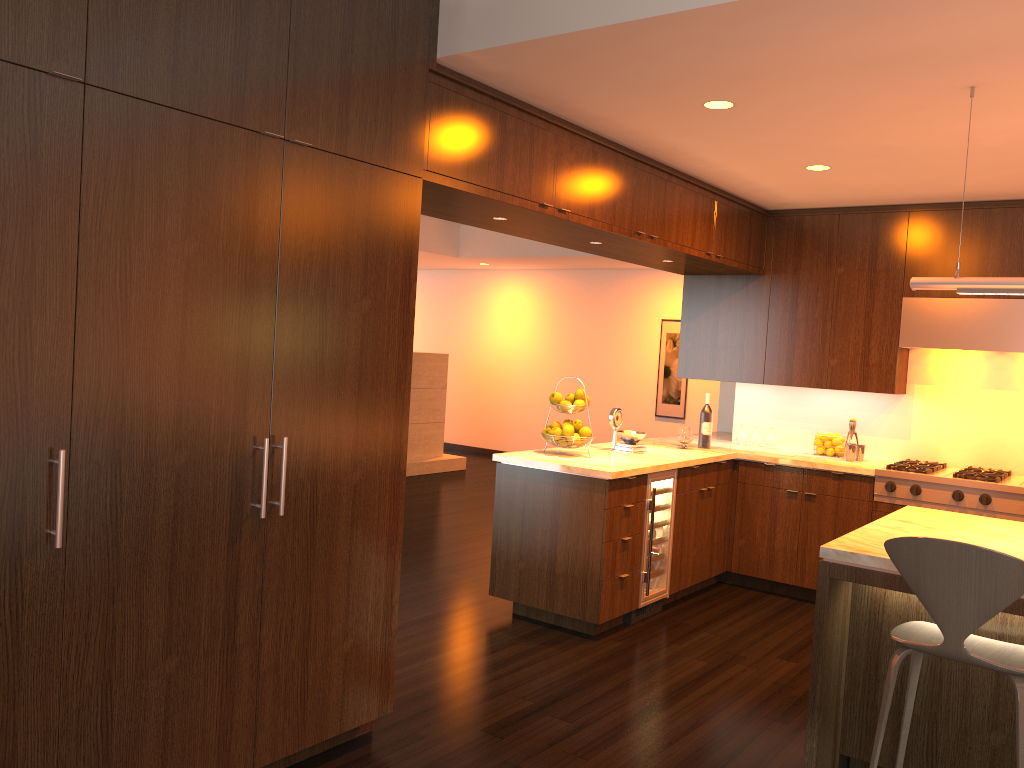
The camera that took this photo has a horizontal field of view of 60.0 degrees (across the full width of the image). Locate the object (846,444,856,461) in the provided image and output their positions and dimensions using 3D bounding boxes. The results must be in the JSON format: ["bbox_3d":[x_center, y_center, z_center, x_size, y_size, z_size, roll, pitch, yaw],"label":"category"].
[{"bbox_3d":[2.222,0.453,5.822,0.060,0.106,0.060,3,3,-22],"label":"object"}]

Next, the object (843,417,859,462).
[{"bbox_3d":[2.221,0.361,5.831,0.101,0.288,0.088,2,3,-24],"label":"object"}]

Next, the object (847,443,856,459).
[{"bbox_3d":[2.269,0.451,5.931,0.060,0.106,0.060,3,3,-22],"label":"object"}]

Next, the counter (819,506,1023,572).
[{"bbox_3d":[2.515,0.672,2.732,2.711,0.038,1.280,5,3,36],"label":"counter"}]

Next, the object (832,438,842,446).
[{"bbox_3d":[2.204,0.393,6.020,0.061,0.052,0.053,3,2,-8],"label":"object"}]

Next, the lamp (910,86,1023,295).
[{"bbox_3d":[2.554,-0.640,2.664,2.465,0.765,0.120,5,3,36],"label":"lamp"}]

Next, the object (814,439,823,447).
[{"bbox_3d":[2.098,0.404,6.069,0.063,0.051,0.053,5,3,38],"label":"object"}]

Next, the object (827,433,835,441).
[{"bbox_3d":[2.182,0.362,6.082,0.051,0.053,0.063,3,3,-19],"label":"object"}]

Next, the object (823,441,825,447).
[{"bbox_3d":[2.148,0.405,6.097,0.064,0.053,0.051,3,3,-18],"label":"object"}]

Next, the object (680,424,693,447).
[{"bbox_3d":[1.191,0.356,6.104,0.112,0.151,0.112,2,3,-35],"label":"object"}]

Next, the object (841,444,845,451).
[{"bbox_3d":[2.246,0.433,6.056,0.061,0.055,0.051,1,3,-41],"label":"object"}]

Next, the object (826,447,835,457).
[{"bbox_3d":[2.167,0.463,6.036,0.064,0.063,0.074,3,2,0],"label":"object"}]

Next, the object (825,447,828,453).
[{"bbox_3d":[2.172,0.456,6.079,0.057,0.060,0.052,3,2,-15],"label":"object"}]

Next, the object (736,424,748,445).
[{"bbox_3d":[1.687,0.368,6.496,0.079,0.154,0.079,4,3,19],"label":"object"}]

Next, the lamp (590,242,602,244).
[{"bbox_3d":[0.468,-0.787,4.945,0.068,0.004,0.068,4,2,17],"label":"lamp"}]

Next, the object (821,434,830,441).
[{"bbox_3d":[2.136,0.364,6.044,0.063,0.051,0.053,5,3,27],"label":"object"}]

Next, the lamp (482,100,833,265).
[{"bbox_3d":[-1.733,-1.641,9.160,16.431,0.171,5.868,5,3,36],"label":"lamp"}]

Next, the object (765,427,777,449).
[{"bbox_3d":[1.860,0.384,6.364,0.079,0.154,0.079,4,3,19],"label":"object"}]

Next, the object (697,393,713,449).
[{"bbox_3d":[1.332,0.251,6.086,0.095,0.378,0.094,2,3,-28],"label":"object"}]

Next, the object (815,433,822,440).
[{"bbox_3d":[2.114,0.365,6.093,0.052,0.060,0.057,2,3,-33],"label":"object"}]

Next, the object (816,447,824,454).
[{"bbox_3d":[2.126,0.458,6.116,0.061,0.053,0.053,4,3,22],"label":"object"}]

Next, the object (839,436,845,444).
[{"bbox_3d":[2.247,0.382,6.059,0.051,0.053,0.063,3,2,-8],"label":"object"}]

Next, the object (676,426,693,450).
[{"bbox_3d":[1.158,0.360,5.954,0.112,0.151,0.112,2,3,-35],"label":"object"}]

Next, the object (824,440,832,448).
[{"bbox_3d":[2.153,0.411,6.041,0.052,0.053,0.062,6,3,41],"label":"object"}]

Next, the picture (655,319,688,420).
[{"bbox_3d":[1.961,-0.184,10.791,0.398,1.200,0.012,5,3,36],"label":"picture"}]

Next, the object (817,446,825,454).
[{"bbox_3d":[2.112,0.453,6.060,0.060,0.057,0.052,3,3,-19],"label":"object"}]

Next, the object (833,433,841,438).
[{"bbox_3d":[2.245,0.366,6.125,0.050,0.060,0.059,3,3,-21],"label":"object"}]

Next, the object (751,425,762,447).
[{"bbox_3d":[1.773,0.376,6.431,0.079,0.154,0.079,4,3,19],"label":"object"}]

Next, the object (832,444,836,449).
[{"bbox_3d":[2.217,0.427,6.065,0.051,0.053,0.062,3,2,-13],"label":"object"}]

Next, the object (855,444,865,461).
[{"bbox_3d":[2.300,0.456,5.862,0.060,0.106,0.060,3,3,-22],"label":"object"}]

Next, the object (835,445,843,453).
[{"bbox_3d":[2.210,0.441,5.997,0.061,0.054,0.052,1,3,-44],"label":"object"}]

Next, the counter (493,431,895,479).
[{"bbox_3d":[2.286,0.553,5.249,3.616,0.038,3.187,5,3,36],"label":"counter"}]
